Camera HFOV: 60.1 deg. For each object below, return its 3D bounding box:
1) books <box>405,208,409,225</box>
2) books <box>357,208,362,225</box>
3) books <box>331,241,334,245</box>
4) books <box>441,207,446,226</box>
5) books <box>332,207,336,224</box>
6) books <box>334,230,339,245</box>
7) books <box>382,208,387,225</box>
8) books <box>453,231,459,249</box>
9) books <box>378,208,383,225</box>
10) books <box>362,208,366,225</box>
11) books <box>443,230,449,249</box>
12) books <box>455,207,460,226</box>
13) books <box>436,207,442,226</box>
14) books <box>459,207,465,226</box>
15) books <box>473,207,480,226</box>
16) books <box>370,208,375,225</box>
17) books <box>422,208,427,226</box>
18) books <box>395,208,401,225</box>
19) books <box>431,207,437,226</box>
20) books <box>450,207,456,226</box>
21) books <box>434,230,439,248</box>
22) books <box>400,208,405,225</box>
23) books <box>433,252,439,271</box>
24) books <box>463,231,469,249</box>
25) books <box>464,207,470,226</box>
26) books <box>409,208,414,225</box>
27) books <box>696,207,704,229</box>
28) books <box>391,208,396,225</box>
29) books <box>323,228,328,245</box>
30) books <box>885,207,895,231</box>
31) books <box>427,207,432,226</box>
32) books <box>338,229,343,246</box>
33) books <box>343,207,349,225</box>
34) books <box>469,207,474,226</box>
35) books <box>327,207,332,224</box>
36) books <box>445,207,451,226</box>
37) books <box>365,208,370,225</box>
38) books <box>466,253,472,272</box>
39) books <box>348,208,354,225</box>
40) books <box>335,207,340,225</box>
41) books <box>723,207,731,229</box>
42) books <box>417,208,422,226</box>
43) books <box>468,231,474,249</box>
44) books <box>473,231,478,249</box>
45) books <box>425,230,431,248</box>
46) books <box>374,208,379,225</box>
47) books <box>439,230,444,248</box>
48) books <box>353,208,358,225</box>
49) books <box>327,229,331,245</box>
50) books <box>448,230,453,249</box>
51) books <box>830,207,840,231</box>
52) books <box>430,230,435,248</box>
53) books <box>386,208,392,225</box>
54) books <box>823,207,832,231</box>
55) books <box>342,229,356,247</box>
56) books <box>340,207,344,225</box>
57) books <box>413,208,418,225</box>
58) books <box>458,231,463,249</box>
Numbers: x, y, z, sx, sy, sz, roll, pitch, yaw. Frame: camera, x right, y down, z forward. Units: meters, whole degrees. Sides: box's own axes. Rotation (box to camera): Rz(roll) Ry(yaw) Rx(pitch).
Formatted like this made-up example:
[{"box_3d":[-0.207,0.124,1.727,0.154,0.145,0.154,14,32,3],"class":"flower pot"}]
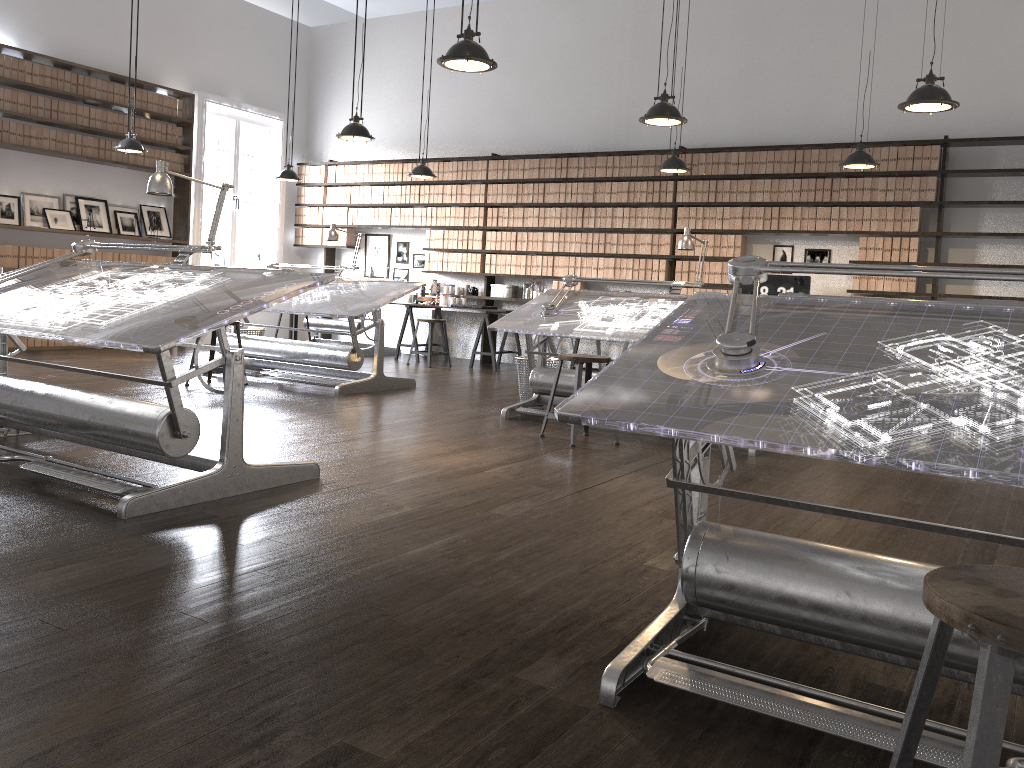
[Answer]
[{"box_3d":[-1.262,-2.083,11.094,0.067,0.225,0.175,5,5,31],"class":"books"},{"box_3d":[-1.921,-2.163,11.497,0.067,0.225,0.175,5,5,31],"class":"books"},{"box_3d":[-2.318,-1.941,11.745,0.067,0.225,0.175,5,5,31],"class":"books"},{"box_3d":[-0.786,-2.032,10.801,0.067,0.225,0.175,5,5,31],"class":"books"},{"box_3d":[-2.302,-2.216,11.733,0.067,0.225,0.174,5,5,31],"class":"books"},{"box_3d":[-2.264,-1.933,11.707,0.067,0.225,0.175,5,5,31],"class":"books"},{"box_3d":[-1.570,-2.120,11.283,0.067,0.225,0.175,5,5,31],"class":"books"},{"box_3d":[-0.637,-1.736,10.710,0.067,0.225,0.174,5,5,31],"class":"books"},{"box_3d":[-1.626,-2.127,11.315,0.067,0.225,0.175,5,5,31],"class":"books"},{"box_3d":[-1.861,-2.156,11.462,0.067,0.225,0.174,5,5,31],"class":"books"},{"box_3d":[-0.755,-1.751,10.788,0.067,0.225,0.175,5,5,31],"class":"books"},{"box_3d":[-0.612,-2.011,10.693,0.067,0.225,0.175,5,5,31],"class":"books"},{"box_3d":[-0.845,-2.040,10.839,0.067,0.225,0.174,5,5,31],"class":"books"},{"box_3d":[-0.558,-2.004,10.654,0.067,0.225,0.175,5,5,31],"class":"books"},{"box_3d":[-0.379,-1.982,10.547,0.067,0.225,0.174,5,5,31],"class":"books"},{"box_3d":[-1.744,-2.141,11.382,0.067,0.225,0.175,5,5,31],"class":"books"},{"box_3d":[-1.036,-2.055,10.949,0.067,0.225,0.175,5,5,31],"class":"books"},{"box_3d":[-1.385,-2.097,11.164,0.067,0.225,0.174,5,5,31],"class":"books"},{"box_3d":[-0.906,-2.047,10.872,0.067,0.225,0.174,5,5,31],"class":"books"},{"box_3d":[-0.666,-2.017,10.724,0.067,0.225,0.175,5,5,31],"class":"books"},{"box_3d":[-0.870,-1.765,10.857,0.067,0.225,0.175,5,5,31],"class":"books"},{"box_3d":[-1.322,-2.090,11.131,0.067,0.225,0.174,5,5,31],"class":"books"},{"box_3d":[-0.885,-1.495,10.869,0.067,0.225,0.175,5,5,31],"class":"books"},{"box_3d":[-0.513,-1.721,10.633,0.067,0.225,0.175,5,5,31],"class":"books"},{"box_3d":[-0.497,-1.997,10.624,0.067,0.225,0.175,5,5,31],"class":"books"},{"box_3d":[-1.208,-2.076,11.054,0.067,0.225,0.175,5,5,31],"class":"books"},{"box_3d":[1.959,-1.698,9.113,0.067,0.225,0.174,5,5,31],"class":"books"},{"box_3d":[-1.443,-2.105,11.205,0.067,0.225,0.175,5,5,31],"class":"books"},{"box_3d":[-2.435,-1.954,11.813,0.067,0.225,0.175,5,5,31],"class":"books"},{"box_3d":[3.499,-1.511,8.165,0.067,0.225,0.175,5,5,31],"class":"books"},{"box_3d":[-0.969,-2.054,10.907,0.067,0.225,0.175,5,5,31],"class":"books"},{"box_3d":[-2.201,-1.927,11.676,0.067,0.225,0.174,5,5,31],"class":"books"},{"box_3d":[-2.129,-2.194,11.618,0.067,0.225,0.175,5,5,31],"class":"books"},{"box_3d":[-0.437,-1.990,10.587,0.067,0.225,0.174,5,5,31],"class":"books"},{"box_3d":[-2.363,-2.223,11.766,0.067,0.225,0.174,5,5,31],"class":"books"},{"box_3d":[-0.729,-2.025,10.761,0.067,0.225,0.175,5,5,31],"class":"books"},{"box_3d":[-1.804,-2.148,11.423,0.067,0.225,0.174,5,5,31],"class":"books"},{"box_3d":[-0.468,-1.445,10.614,0.067,0.225,0.175,5,5,31],"class":"books"},{"box_3d":[-2.052,-2.178,11.575,0.067,0.225,0.175,5,5,31],"class":"books"},{"box_3d":[-2.243,-2.209,11.695,0.067,0.225,0.175,5,5,31],"class":"books"},{"box_3d":[2.199,-1.669,8.966,0.067,0.225,0.175,5,5,31],"class":"books"},{"box_3d":[-1.096,-2.063,10.988,0.067,0.225,0.175,5,5,31],"class":"books"},{"box_3d":[-0.447,-1.714,10.599,0.067,0.225,0.175,5,5,31],"class":"books"},{"box_3d":[-0.384,-1.706,10.558,0.067,0.225,0.175,5,5,31],"class":"books"},{"box_3d":[-0.987,-1.779,10.924,0.067,0.225,0.175,5,5,31],"class":"books"},{"box_3d":[-1.683,-2.133,11.344,0.067,0.225,0.175,5,5,31],"class":"books"},{"box_3d":[-0.816,-1.758,10.818,0.067,0.225,0.175,5,5,31],"class":"books"},{"box_3d":[-1.983,-2.170,11.530,0.067,0.225,0.175,5,5,31],"class":"books"},{"box_3d":[-2.372,-1.947,11.777,0.067,0.225,0.175,5,5,31],"class":"books"},{"box_3d":[-0.695,-1.744,10.751,0.067,0.225,0.174,5,5,31],"class":"books"},{"box_3d":[3.087,-1.561,8.417,0.067,0.225,0.175,5,5,31],"class":"books"},{"box_3d":[-0.924,-1.771,10.888,0.067,0.225,0.175,5,5,31],"class":"books"},{"box_3d":[-1.509,-2.113,11.240,0.067,0.225,0.175,5,5,31],"class":"books"},{"box_3d":[3.026,-1.568,8.455,0.067,0.225,0.175,5,5,31],"class":"books"},{"box_3d":[-2.143,-1.919,11.638,0.067,0.225,0.175,5,5,31],"class":"books"},{"box_3d":[-2.180,-2.201,11.655,0.067,0.225,0.175,5,5,31],"class":"books"},{"box_3d":[-1.149,-2.069,11.023,0.067,0.225,0.175,5,5,31],"class":"books"},{"box_3d":[-0.574,-1.729,10.677,0.067,0.225,0.175,5,5,31],"class":"books"}]
